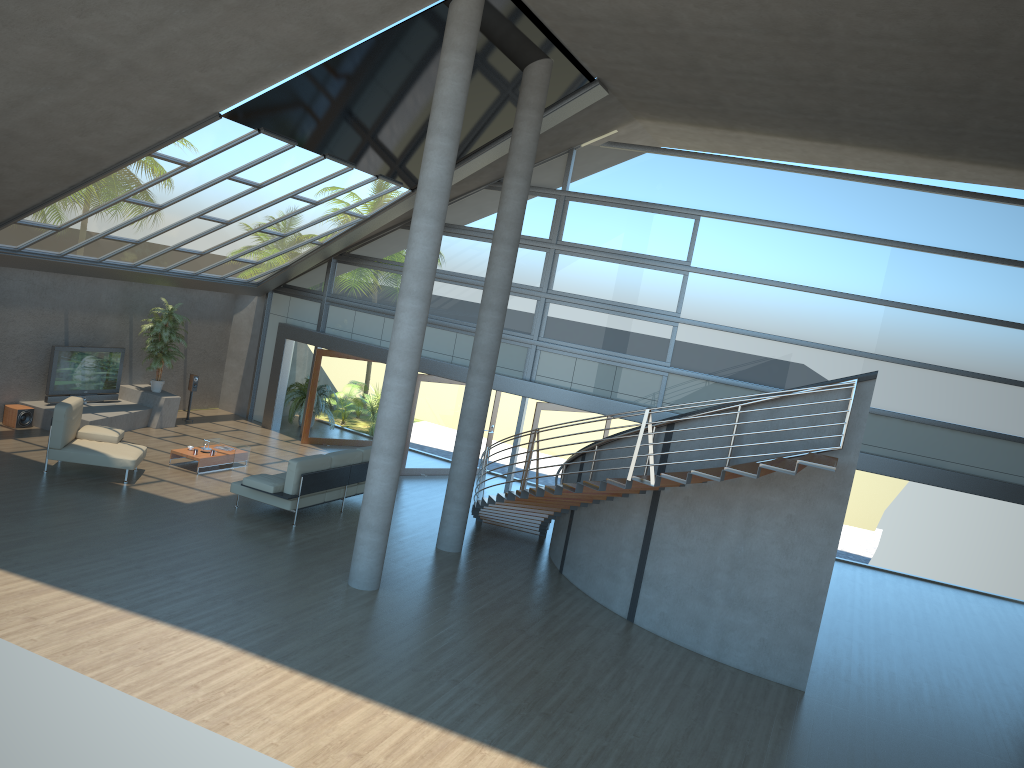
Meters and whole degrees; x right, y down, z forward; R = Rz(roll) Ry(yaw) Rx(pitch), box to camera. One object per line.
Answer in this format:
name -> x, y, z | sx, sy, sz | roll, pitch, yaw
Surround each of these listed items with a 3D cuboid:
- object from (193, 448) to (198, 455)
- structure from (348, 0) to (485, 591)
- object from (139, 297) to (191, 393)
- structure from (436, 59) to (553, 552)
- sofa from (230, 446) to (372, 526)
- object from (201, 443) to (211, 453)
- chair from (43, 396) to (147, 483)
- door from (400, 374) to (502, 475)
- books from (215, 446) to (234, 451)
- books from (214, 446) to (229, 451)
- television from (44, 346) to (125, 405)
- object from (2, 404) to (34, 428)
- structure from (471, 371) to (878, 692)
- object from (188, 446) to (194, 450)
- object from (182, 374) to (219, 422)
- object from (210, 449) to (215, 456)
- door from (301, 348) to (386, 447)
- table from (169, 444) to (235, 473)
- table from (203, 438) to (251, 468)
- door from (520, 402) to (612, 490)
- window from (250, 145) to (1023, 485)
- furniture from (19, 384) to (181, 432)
object -> -5.139, 1.097, 14.389 | 0.085, 0.101, 0.070 | 13, 6, 20
structure -> -1.110, -1.087, 10.268 | 0.381, 7.125, 0.382 | 13, 6, 21
object -> -6.813, -0.755, 17.297 | 0.932, 1.857, 0.895 | 9, 6, -20
structure -> -0.248, -1.127, 12.428 | 0.381, 7.125, 0.382 | 8, 6, -25
sofa -> -3.016, 1.402, 13.756 | 1.166, 0.947, 3.079 | 13, 6, 21
object -> -5.065, 1.051, 14.696 | 0.178, 0.161, 0.178 | 8, 6, -27
chair -> -6.139, 0.806, 13.257 | 1.244, 1.023, 1.217 | 9, 5, -13
door -> -1.180, 0.844, 17.577 | 2.298, 1.977, 0.200 | 5, 7, -45
books -> -4.924, 1.104, 15.215 | 0.275, 0.005, 0.189 | 11, 5, 4
books -> -4.959, 1.105, 15.175 | 0.275, 0.005, 0.189 | 11, 5, 1
television -> -7.748, -0.153, 16.142 | 0.396, 1.063, 1.568 | 13, 6, 21
object -> -8.437, 0.542, 15.109 | 0.425, 0.323, 0.362 | 13, 6, 21
structure -> 1.291, 1.038, 11.461 | 2.349, 3.653, 6.809 | 8, 6, -31
object -> -5.305, 1.049, 14.645 | 0.102, 0.086, 0.100 | 13, 6, 25
object -> -8.987, -0.004, 16.523 | 7.863, 0.982, 21.345 | 13, 6, 24
object -> -4.910, 1.124, 14.566 | 0.085, 0.101, 0.070 | 6, 7, -41
door -> -3.239, 0.346, 18.714 | 2.298, 1.977, 0.200 | 6, 7, -40
table -> -5.069, 1.244, 14.871 | 0.600, 0.250, 1.200 | 13, 6, 21
table -> -4.911, 1.184, 15.237 | 0.680, 0.342, 0.400 | 13, 6, 21
door -> 1.033, 1.351, 16.643 | 0.200, 1.977, 2.298 | 15, 7, 42
window -> 2.234, -0.751, 16.169 | 16.616, 6.630, 1.098 | 13, 6, 19
furniture -> -7.309, 0.492, 16.475 | 1.577, 0.610, 2.936 | 13, 6, 21
